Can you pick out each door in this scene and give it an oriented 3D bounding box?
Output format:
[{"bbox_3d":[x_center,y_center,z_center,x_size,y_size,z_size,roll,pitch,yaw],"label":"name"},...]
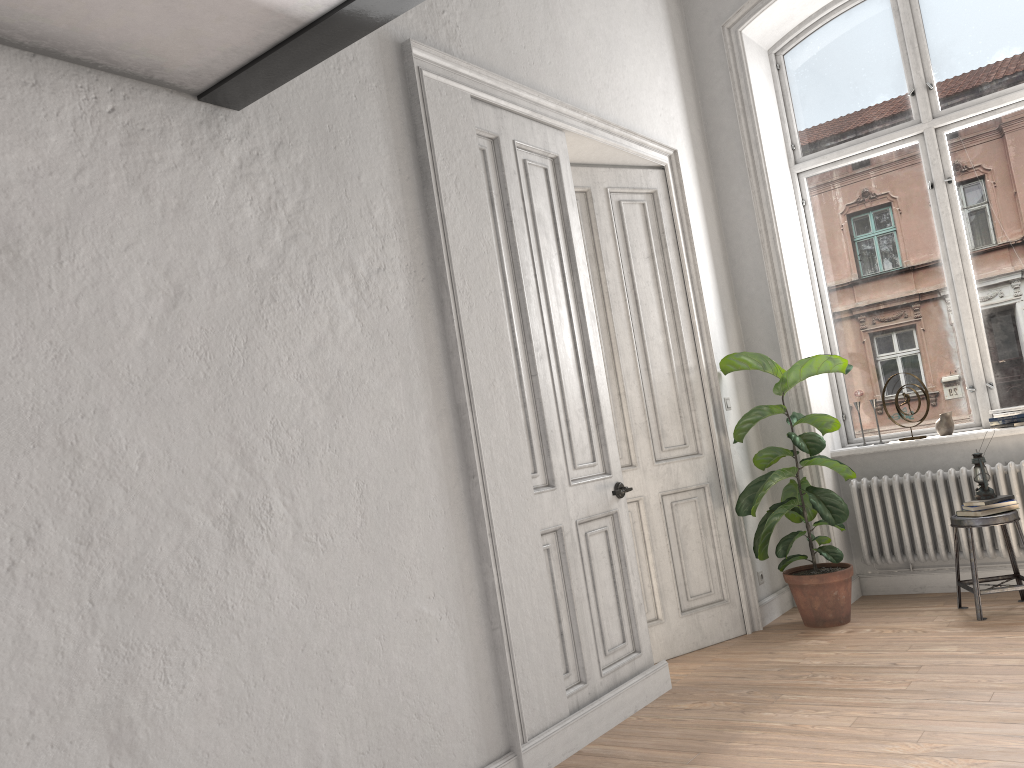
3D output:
[{"bbox_3d":[0.702,0.119,5.018,1.096,2.812,0.216,-7,-5,-29],"label":"door"},{"bbox_3d":[0.140,0.121,3.987,0.216,2.812,1.096,-12,-6,38],"label":"door"}]

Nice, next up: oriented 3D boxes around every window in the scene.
[{"bbox_3d":[2.716,-1.174,5.577,1.624,2.841,0.013,-12,-5,36],"label":"window"}]

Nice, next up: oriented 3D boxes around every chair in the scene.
[{"bbox_3d":[2.604,0.961,4.800,0.364,0.522,0.360,-10,-5,10],"label":"chair"}]

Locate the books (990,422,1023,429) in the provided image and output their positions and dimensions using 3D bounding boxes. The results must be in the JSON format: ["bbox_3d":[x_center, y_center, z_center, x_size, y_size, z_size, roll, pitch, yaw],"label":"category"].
[{"bbox_3d":[2.961,0.238,5.236,0.147,0.023,0.221,-9,-5,-5],"label":"books"}]

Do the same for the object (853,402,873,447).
[{"bbox_3d":[2.273,0.259,5.776,0.095,0.288,0.095,-7,-5,-22],"label":"object"}]

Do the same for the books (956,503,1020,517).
[{"bbox_3d":[2.594,0.687,4.838,0.246,0.034,0.194,-8,-5,-13],"label":"books"}]

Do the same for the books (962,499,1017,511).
[{"bbox_3d":[2.601,0.659,4.835,0.232,0.029,0.163,-10,-5,7],"label":"books"}]

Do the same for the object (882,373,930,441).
[{"bbox_3d":[2.482,0.139,5.569,0.087,0.424,0.348,-7,-5,-21],"label":"object"}]

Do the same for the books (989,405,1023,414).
[{"bbox_3d":[2.973,0.143,5.228,0.174,0.019,0.244,-5,-7,-43],"label":"books"}]

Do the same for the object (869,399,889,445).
[{"bbox_3d":[2.331,0.240,5.660,0.095,0.288,0.095,-6,-5,-31],"label":"object"}]

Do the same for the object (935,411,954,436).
[{"bbox_3d":[2.653,0.244,5.442,0.100,0.142,0.102,-10,-5,11],"label":"object"}]

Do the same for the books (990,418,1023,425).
[{"bbox_3d":[2.961,0.215,5.231,0.155,0.022,0.205,-6,-6,-33],"label":"books"}]

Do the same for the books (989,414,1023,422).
[{"bbox_3d":[2.958,0.193,5.231,0.147,0.023,0.221,-5,-6,-38],"label":"books"}]

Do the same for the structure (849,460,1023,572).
[{"bbox_3d":[3.907,-1.304,4.178,5.186,4.471,0.340,-12,-5,36],"label":"structure"}]

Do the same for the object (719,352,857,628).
[{"bbox_3d":[3.528,0.034,3.504,5.833,1.841,0.792,-13,-6,41],"label":"object"}]

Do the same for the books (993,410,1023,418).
[{"bbox_3d":[2.949,0.172,5.221,0.205,0.020,0.155,-11,-5,26],"label":"books"}]

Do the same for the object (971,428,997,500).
[{"bbox_3d":[2.593,0.434,4.869,0.163,0.383,0.154,-10,-4,10],"label":"object"}]

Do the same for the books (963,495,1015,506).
[{"bbox_3d":[2.599,0.636,4.836,0.221,0.027,0.147,-7,-5,-21],"label":"books"}]
